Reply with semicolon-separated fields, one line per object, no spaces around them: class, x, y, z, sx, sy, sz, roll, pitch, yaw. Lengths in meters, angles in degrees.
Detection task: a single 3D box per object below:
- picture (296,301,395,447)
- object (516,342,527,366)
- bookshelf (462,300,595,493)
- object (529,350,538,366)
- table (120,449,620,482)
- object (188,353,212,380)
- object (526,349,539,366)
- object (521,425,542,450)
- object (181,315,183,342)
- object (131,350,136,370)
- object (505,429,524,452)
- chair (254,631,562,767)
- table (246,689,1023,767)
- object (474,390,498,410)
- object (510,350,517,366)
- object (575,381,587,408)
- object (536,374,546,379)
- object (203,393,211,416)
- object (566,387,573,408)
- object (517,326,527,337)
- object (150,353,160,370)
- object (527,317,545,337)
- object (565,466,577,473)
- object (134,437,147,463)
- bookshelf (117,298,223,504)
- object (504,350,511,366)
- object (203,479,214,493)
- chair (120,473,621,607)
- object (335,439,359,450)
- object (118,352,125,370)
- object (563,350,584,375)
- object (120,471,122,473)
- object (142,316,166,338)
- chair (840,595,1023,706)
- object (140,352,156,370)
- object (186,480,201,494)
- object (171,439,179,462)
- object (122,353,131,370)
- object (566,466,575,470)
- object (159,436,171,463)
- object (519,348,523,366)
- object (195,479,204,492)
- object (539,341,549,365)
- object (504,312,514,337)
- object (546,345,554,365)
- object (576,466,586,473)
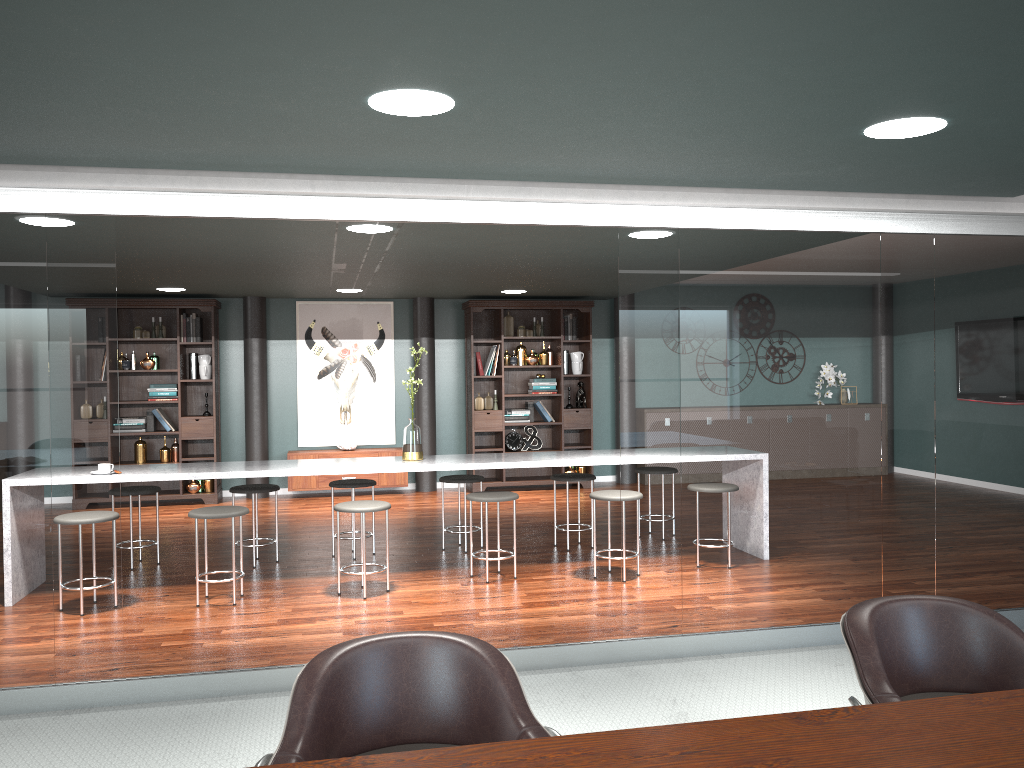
picture;-1.740;-0.109;9.313;1.002;1.512;0.031;-1;1;-12
object;0.098;-0.319;9.407;0.114;0.251;0.114;0;1;14
bookshelf;0.176;0.119;9.450;1.339;1.984;0.482;-1;1;-12
object;0.229;-0.281;9.458;0.099;0.169;0.099;-1;1;-38
table;-0.617;0.835;5.643;4.577;0.699;0.609;-1;1;-12
object;-3.067;-0.174;8.764;0.268;0.262;0.137;0;1;28
object;0.215;-0.282;9.330;0.144;0.175;0.073;-1;1;-10
object;0.205;0.573;9.494;0.233;0.268;0.051;-1;1;-12
object;-3.220;-0.537;8.695;0.016;0.268;0.205;-1;1;-12
object;-3.631;-0.229;8.505;0.040;0.191;0.040;-1;1;-3
object;0.015;0.593;9.334;0.224;0.238;0.159;-1;1;-12
chair;-0.159;0.866;1.505;0.535;0.761;0.518;-1;1;-6
table;-0.448;0.913;0.553;6.694;0.706;1.374;-1;1;-12
object;-0.283;0.162;9.327;0.250;0.221;0.186;-1;1;-14
object;0.018;-0.271;9.314;0.079;0.161;0.080;0;1;14
object;0.724;0.113;9.531;0.116;0.286;0.215;-1;1;-16
object;0.302;-0.083;9.458;0.104;0.052;0.100;-1;1;-8
object;-3.002;0.203;8.721;0.077;0.228;0.077;-1;1;-29
object;0.613;0.146;9.492;0.077;0.228;0.077;-1;1;-29
object;0.105;-0.557;9.391;0.096;0.126;0.106;0;1;39
object;-3.493;-0.223;8.664;0.099;0.169;0.099;-1;1;-38
object;0.240;-0.607;9.431;0.196;0.221;0.184;-1;1;-12
object;0.620;0.920;9.433;0.144;0.175;0.073;-1;1;-10
object;-3.613;0.640;8.628;0.114;0.251;0.114;0;1;14
bookshelf;-3.547;0.177;8.655;1.339;1.984;0.482;-1;1;-12
object;-0.057;-0.278;9.393;0.105;0.172;0.105;-1;1;-16
object;-2.979;0.935;8.713;0.108;0.256;0.108;0;1;22
chair;-0.599;0.928;5.708;4.029;0.512;1.479;-1;1;-12
object;-1.704;0.629;9.171;0.245;0.112;0.261;-1;1;-5
object;-3.779;-0.220;8.598;0.105;0.172;0.105;-1;1;-16
object;0.656;-0.232;9.558;0.268;0.262;0.137;0;1;28
object;-2.257;0.503;5.080;0.041;0.021;0.044;-1;1;0
object;-3.482;-0.549;8.636;0.196;0.221;0.184;-1;1;-12
chair;0.892;0.849;1.721;0.533;0.761;0.523;-1;1;-31
object;-3.507;-0.224;8.535;0.144;0.175;0.073;-1;1;-10
object;-3.103;0.978;8.639;0.144;0.175;0.073;-1;1;-10
object;-3.309;0.649;8.734;0.092;0.222;0.092;0;1;22
object;-3.705;-0.214;8.519;0.079;0.161;0.080;-1;1;-38
object;0.634;0.921;9.562;0.099;0.169;0.099;-1;1;-38
object;-3.373;0.635;8.625;0.108;0.256;0.108;0;1;22
object;0.092;-0.287;9.299;0.040;0.191;0.040;-1;1;-3
object;-3.088;0.979;8.767;0.099;0.169;0.099;-1;1;-38
object;0.339;-0.325;9.405;0.108;0.256;0.108;0;1;22
object;-0.035;-0.629;9.389;0.104;0.273;0.104;0;1;24
object;0.402;-0.310;9.514;0.092;0.222;0.092;0;1;22
object;0.743;0.877;9.508;0.108;0.256;0.108;0;1;22
